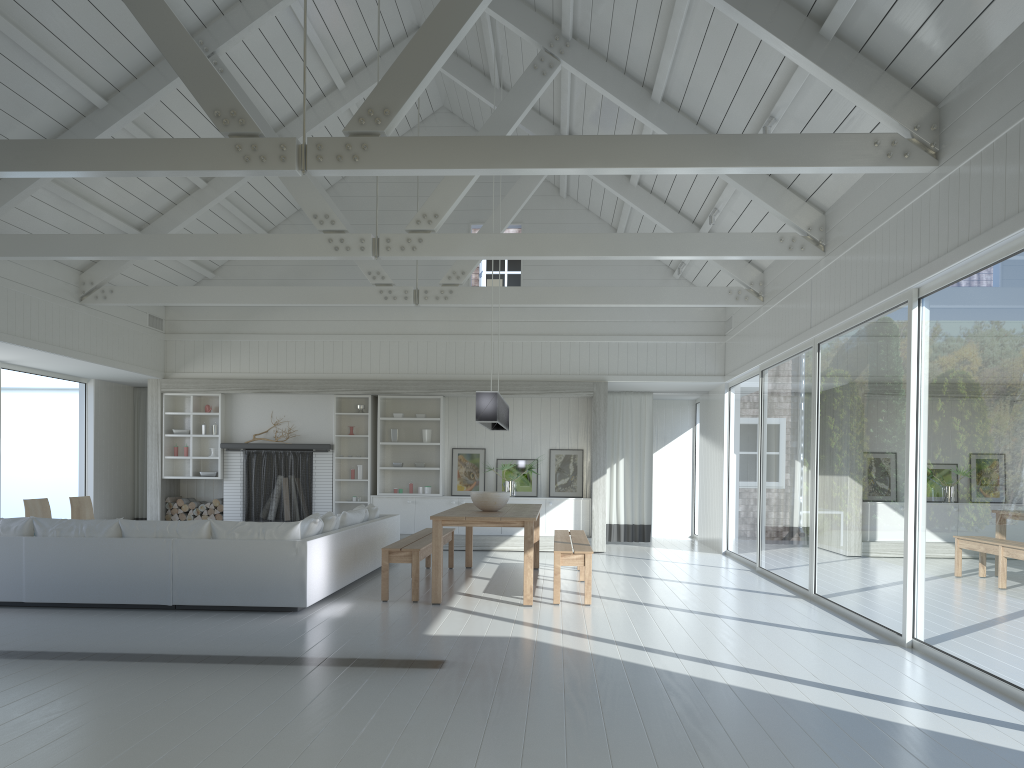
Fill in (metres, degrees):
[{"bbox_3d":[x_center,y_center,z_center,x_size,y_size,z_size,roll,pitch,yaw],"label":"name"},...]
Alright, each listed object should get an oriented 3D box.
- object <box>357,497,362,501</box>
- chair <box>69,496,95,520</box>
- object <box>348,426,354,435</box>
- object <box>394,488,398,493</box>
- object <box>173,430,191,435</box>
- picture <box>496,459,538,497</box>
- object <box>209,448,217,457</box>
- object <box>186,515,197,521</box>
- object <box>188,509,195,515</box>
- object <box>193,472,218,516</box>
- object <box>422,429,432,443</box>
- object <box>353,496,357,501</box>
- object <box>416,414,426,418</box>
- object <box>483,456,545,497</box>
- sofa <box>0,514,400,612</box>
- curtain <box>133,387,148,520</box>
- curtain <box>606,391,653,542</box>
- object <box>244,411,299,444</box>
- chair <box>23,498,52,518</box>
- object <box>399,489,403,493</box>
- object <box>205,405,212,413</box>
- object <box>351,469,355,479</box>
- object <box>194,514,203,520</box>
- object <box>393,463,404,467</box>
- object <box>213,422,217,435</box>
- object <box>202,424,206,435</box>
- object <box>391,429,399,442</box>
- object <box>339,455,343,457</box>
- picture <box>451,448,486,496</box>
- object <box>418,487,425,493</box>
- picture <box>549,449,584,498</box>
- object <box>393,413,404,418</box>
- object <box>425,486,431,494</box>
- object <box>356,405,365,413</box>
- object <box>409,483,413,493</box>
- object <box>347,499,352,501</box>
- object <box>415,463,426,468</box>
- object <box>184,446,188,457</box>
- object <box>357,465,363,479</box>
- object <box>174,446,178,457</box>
[{"bbox_3d":[-2.230,1.686,12.905,0.058,0.061,0.057,1,-2,2],"label":"object"},{"bbox_3d":[-4.884,1.709,10.316,0.555,0.781,0.596,1,-2,3],"label":"chair"},{"bbox_3d":[-2.347,0.689,12.895,0.137,0.130,0.137,3,-4,-45],"label":"object"},{"bbox_3d":[-1.699,1.556,12.860,0.054,0.071,0.054,1,-2,-18],"label":"object"},{"bbox_3d":[-4.841,0.711,12.938,0.242,0.072,0.243,2,-5,-12],"label":"object"},{"bbox_3d":[0.074,1.374,12.891,0.609,0.554,0.053,1,1,3],"label":"picture"},{"bbox_3d":[-4.372,1.003,12.900,0.137,0.130,0.137,1,-3,-10],"label":"object"},{"bbox_3d":[-4.698,1.970,13.136,0.105,0.115,0.518,1,-5,2],"label":"object"},{"bbox_3d":[-4.686,1.897,13.113,0.080,0.080,0.479,1,-5,1],"label":"object"},{"bbox_3d":[-4.527,1.624,13.079,0.341,0.644,0.613,1,-2,-12],"label":"object"},{"bbox_3d":[-1.238,0.761,12.836,0.103,0.197,0.102,1,-1,-42],"label":"object"},{"bbox_3d":[-2.304,1.681,12.910,0.054,0.071,0.054,1,-2,2],"label":"object"},{"bbox_3d":[-1.337,0.483,12.979,0.141,0.066,0.141,0,-4,3],"label":"object"},{"bbox_3d":[0.016,1.305,12.597,0.971,0.630,0.623,1,-2,0],"label":"object"},{"bbox_3d":[-3.250,1.640,9.122,3.476,0.738,4.144,0,-5,3],"label":"sofa"},{"bbox_3d":[-5.744,1.230,14.065,0.630,2.373,0.116,1,1,2],"label":"curtain"},{"bbox_3d":[1.705,1.293,13.831,1.006,2.373,0.116,1,1,3],"label":"curtain"},{"bbox_3d":[-3.413,0.624,12.710,0.783,0.503,0.457,3,-3,-27],"label":"object"},{"bbox_3d":[-4.979,1.633,9.539,0.555,0.781,0.596,1,-2,3],"label":"chair"},{"bbox_3d":[-1.629,1.565,12.883,0.058,0.061,0.057,1,-2,-20],"label":"object"},{"bbox_3d":[-4.442,0.364,12.888,0.059,0.127,0.231,1,-3,-42],"label":"object"},{"bbox_3d":[-2.329,1.296,12.904,0.054,0.196,0.054,1,0,2],"label":"object"},{"bbox_3d":[-4.571,2.004,13.138,0.134,0.147,0.549,1,-5,3],"label":"object"},{"bbox_3d":[-1.661,1.182,12.863,0.141,0.066,0.141,0,-4,3],"label":"object"},{"bbox_3d":[-4.341,0.651,12.897,0.054,0.196,0.054,1,0,4],"label":"object"},{"bbox_3d":[-4.507,0.650,12.905,0.054,0.196,0.054,1,0,4],"label":"object"},{"bbox_3d":[-1.706,0.758,12.860,0.102,0.197,0.103,1,-1,3],"label":"object"},{"bbox_3d":[-2.485,1.054,12.838,0.054,0.025,0.054,0,-4,3],"label":"object"},{"bbox_3d":[-0.638,1.293,12.916,0.495,0.704,0.065,1,1,3],"label":"picture"},{"bbox_3d":[-1.315,1.553,12.895,0.091,0.096,0.090,-1,-3,37],"label":"object"},{"bbox_3d":[0.791,1.302,12.844,0.495,0.704,0.065,1,1,3],"label":"picture"},{"bbox_3d":[-1.653,0.467,12.853,0.141,0.066,0.141,0,-4,3],"label":"object"},{"bbox_3d":[-1.223,1.539,12.822,0.085,0.111,0.085,-1,-2,38],"label":"object"},{"bbox_3d":[-2.206,0.370,12.856,0.161,0.124,0.162,-2,-4,35],"label":"object"},{"bbox_3d":[-1.471,1.497,12.864,0.054,0.196,0.054,1,0,2],"label":"object"},{"bbox_3d":[-2.381,1.704,12.915,0.054,0.025,0.054,0,-4,3],"label":"object"},{"bbox_3d":[-1.345,1.198,12.989,0.141,0.066,0.141,0,-4,3],"label":"object"},{"bbox_3d":[-4.775,0.968,12.923,0.054,0.196,0.054,1,0,4],"label":"object"},{"bbox_3d":[-2.222,1.290,12.897,0.072,0.211,0.071,1,0,2],"label":"object"},{"bbox_3d":[-4.927,0.967,12.930,0.054,0.196,0.054,1,0,4],"label":"object"}]
